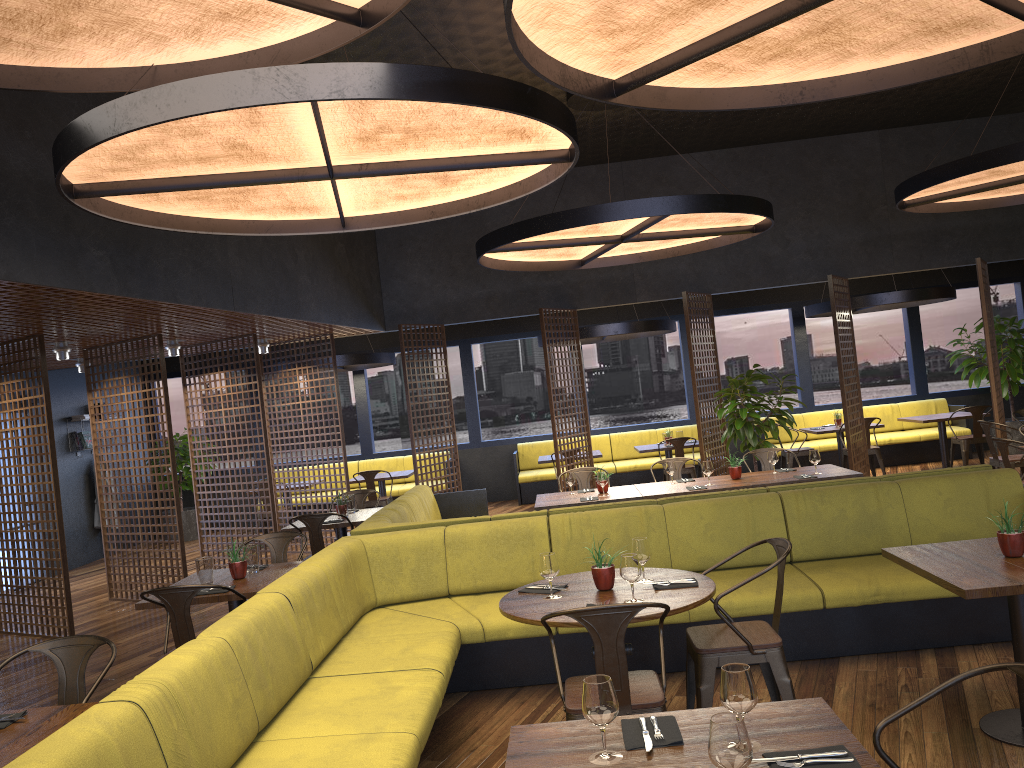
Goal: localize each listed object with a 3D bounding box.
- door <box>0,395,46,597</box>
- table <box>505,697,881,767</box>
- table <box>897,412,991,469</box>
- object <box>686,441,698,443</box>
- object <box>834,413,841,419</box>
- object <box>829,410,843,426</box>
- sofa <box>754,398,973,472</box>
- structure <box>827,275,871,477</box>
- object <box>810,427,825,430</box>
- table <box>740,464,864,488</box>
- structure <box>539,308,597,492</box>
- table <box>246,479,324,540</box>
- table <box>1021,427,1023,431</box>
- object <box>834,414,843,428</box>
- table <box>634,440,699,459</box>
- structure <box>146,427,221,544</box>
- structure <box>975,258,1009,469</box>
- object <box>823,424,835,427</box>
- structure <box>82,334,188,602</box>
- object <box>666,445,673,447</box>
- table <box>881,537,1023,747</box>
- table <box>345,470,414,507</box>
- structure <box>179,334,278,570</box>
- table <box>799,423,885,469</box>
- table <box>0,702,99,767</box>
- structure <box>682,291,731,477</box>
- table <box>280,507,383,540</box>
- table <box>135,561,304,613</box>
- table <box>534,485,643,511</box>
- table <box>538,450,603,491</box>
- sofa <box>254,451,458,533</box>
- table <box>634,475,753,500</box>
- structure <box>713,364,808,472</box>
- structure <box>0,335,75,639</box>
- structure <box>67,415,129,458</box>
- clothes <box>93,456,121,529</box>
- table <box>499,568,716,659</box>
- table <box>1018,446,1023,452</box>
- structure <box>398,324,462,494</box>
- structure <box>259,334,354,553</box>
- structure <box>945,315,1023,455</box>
[{"bbox_3d":[-6.173,1.323,10.598,0.052,2.386,2.441,-6,-1,3],"label":"door"},{"bbox_3d":[0.464,1.331,2.135,0.906,0.763,0.887,-6,-1,3],"label":"table"},{"bbox_3d":[6.022,0.822,12.330,0.887,0.763,0.906,-6,-1,3],"label":"table"},{"bbox_3d":[2.527,0.815,12.496,0.157,0.019,0.255,-6,-1,2],"label":"object"},{"bbox_3d":[4.626,0.504,12.585,0.102,0.178,0.102,-6,-1,-11],"label":"object"},{"bbox_3d":[4.553,0.464,12.414,0.238,0.271,0.260,-7,-1,24],"label":"object"},{"bbox_3d":[5.350,0.834,13.681,3.061,0.914,0.966,-6,-1,3],"label":"sofa"},{"bbox_3d":[4.091,0.044,10.713,0.050,2.700,0.852,-7,-1,33],"label":"structure"},{"bbox_3d":[4.280,0.621,12.454,0.157,0.019,0.255,-6,-1,2],"label":"object"},{"bbox_3d":[2.498,1.164,7.737,0.906,0.763,0.887,-6,-1,3],"label":"table"},{"bbox_3d":[0.716,0.418,10.888,0.050,2.700,0.852,-7,-1,33],"label":"structure"},{"bbox_3d":[-3.210,1.844,12.808,0.887,0.763,0.906,-6,-1,3],"label":"table"},{"bbox_3d":[5.941,0.798,9.093,0.887,0.763,0.906,-6,-1,3],"label":"table"},{"bbox_3d":[4.513,0.513,12.244,0.102,0.178,0.102,-6,-1,-11],"label":"object"},{"bbox_3d":[2.251,1.240,12.529,0.906,0.763,0.887,-6,-1,3],"label":"table"},{"bbox_3d":[-5.217,1.577,14.151,1.166,1.763,0.993,-6,-1,-27],"label":"structure"},{"bbox_3d":[5.779,-0.142,10.626,0.050,2.700,0.852,-7,-1,33],"label":"structure"},{"bbox_3d":[4.592,0.590,12.745,0.255,0.019,0.157,-6,-1,2],"label":"object"},{"bbox_3d":[-3.912,0.911,9.192,1.319,2.700,0.050,-7,-1,33],"label":"structure"},{"bbox_3d":[2.202,0.847,12.206,0.255,0.019,0.157,-6,-1,2],"label":"object"},{"bbox_3d":[2.299,1.147,3.939,0.887,0.763,0.906,-6,-1,3],"label":"table"},{"bbox_3d":[-1.820,1.690,12.736,0.887,0.763,0.906,-6,-1,3],"label":"table"},{"bbox_3d":[-3.260,0.849,10.202,1.319,2.700,0.050,-7,-1,33],"label":"structure"},{"bbox_3d":[4.633,0.976,12.406,0.906,0.763,0.887,-6,-1,3],"label":"table"},{"bbox_3d":[-1.815,1.589,2.850,0.887,0.763,0.906,-6,-1,3],"label":"table"},{"bbox_3d":[2.404,0.231,10.801,0.050,2.700,0.852,-7,-1,33],"label":"structure"},{"bbox_3d":[-1.538,1.614,8.243,0.887,0.763,0.906,-6,-1,3],"label":"table"},{"bbox_3d":[-1.674,1.601,5.546,0.887,0.763,0.906,-6,-1,3],"label":"table"},{"bbox_3d":[0.701,1.363,7.825,0.906,0.763,0.887,-6,-1,3],"label":"table"},{"bbox_3d":[0.860,1.394,12.597,0.887,0.763,0.906,-6,-1,3],"label":"table"},{"bbox_3d":[-2.456,1.698,14.085,3.061,0.914,0.966,-6,-1,3],"label":"sofa"},{"bbox_3d":[1.601,1.263,7.779,0.906,0.763,0.887,-6,-1,3],"label":"table"},{"bbox_3d":[2.774,0.656,10.128,1.166,1.763,0.993,-6,-1,-27],"label":"structure"},{"bbox_3d":[-4.564,0.972,8.182,1.319,2.700,0.050,-7,-1,33],"label":"structure"},{"bbox_3d":[-5.991,0.756,12.942,0.293,0.563,1.220,-6,-1,3],"label":"structure"},{"bbox_3d":[-5.852,1.767,12.911,0.401,1.494,0.423,-6,-1,-1],"label":"clothes"},{"bbox_3d":[0.480,1.349,4.143,1.007,0.760,1.007,-7,-1,40],"label":"table"},{"bbox_3d":[4.980,0.888,7.452,0.887,0.763,0.906,-6,-1,3],"label":"table"},{"bbox_3d":[-0.971,0.605,10.976,0.050,2.700,0.852,-7,-1,33],"label":"structure"},{"bbox_3d":[-2.608,0.788,11.212,1.319,2.700,0.050,-7,-1,33],"label":"structure"},{"bbox_3d":[7.447,-0.038,13.414,1.493,2.184,1.272,-6,-1,3],"label":"structure"}]
